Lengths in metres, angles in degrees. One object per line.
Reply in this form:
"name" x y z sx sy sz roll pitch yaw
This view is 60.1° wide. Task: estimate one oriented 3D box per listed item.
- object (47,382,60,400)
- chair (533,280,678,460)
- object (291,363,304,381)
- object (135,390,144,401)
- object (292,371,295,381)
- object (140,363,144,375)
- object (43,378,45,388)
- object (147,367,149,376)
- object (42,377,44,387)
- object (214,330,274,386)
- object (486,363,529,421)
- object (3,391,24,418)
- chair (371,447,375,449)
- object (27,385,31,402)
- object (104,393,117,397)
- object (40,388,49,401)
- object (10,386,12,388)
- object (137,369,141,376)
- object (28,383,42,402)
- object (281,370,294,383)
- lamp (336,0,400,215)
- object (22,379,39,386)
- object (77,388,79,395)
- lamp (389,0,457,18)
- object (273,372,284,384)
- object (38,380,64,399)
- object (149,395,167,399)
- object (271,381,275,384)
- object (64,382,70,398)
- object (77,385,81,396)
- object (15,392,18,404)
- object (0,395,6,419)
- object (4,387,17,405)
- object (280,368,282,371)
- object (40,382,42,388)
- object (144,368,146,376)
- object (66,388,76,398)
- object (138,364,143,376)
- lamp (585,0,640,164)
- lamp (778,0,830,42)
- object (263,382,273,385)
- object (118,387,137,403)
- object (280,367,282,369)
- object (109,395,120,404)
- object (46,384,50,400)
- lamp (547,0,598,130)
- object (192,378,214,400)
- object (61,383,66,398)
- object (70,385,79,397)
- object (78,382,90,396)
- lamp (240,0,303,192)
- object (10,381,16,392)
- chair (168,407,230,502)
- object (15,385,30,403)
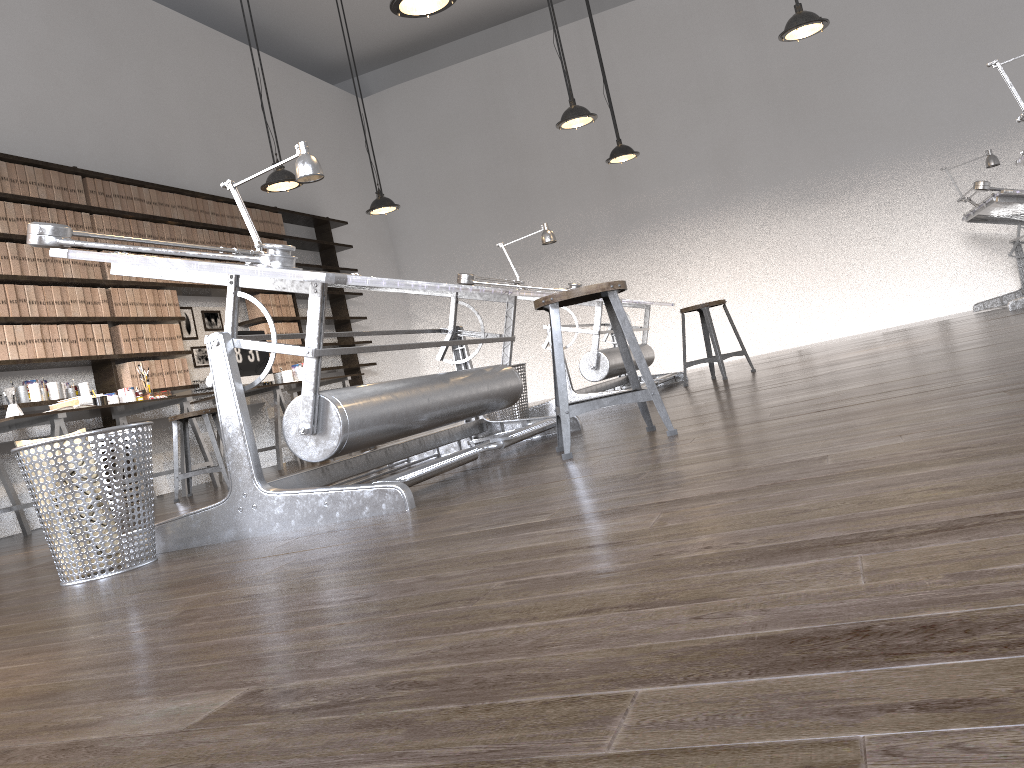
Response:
"object" -2.988 0.050 5.772 0.062 0.119 0.061 -12 -2 -12
"chair" 0.280 -0.051 2.947 0.372 0.529 0.357 -12 -2 -2
"object" -1.886 -0.083 7.932 0.145 0.196 0.143 -12 -2 -8
"object" -2.582 0.101 6.140 0.049 0.112 0.050 -13 -3 23
"object" -1.972 -0.045 7.876 0.068 0.155 0.067 -12 -2 -4
"object" -2.616 -0.042 6.295 0.007 0.229 0.020 -10 -4 -39
"object" -3.058 0.039 5.795 0.036 0.149 0.005 -15 -4 42
"object" -2.596 -0.025 6.288 0.072 0.187 0.008 -11 -3 -28
"object" -3.055 0.039 5.786 0.029 0.169 0.004 -15 -4 41
"object" -2.240 -0.179 7.369 0.203 0.519 0.644 -13 -1 20
"object" -0.044 0.090 5.440 0.351 0.379 0.354 -14 -2 41
"object" -3.013 0.146 5.351 0.102 0.210 0.101 -11 -3 -25
"chair" -1.374 0.312 7.295 0.372 0.529 0.357 -12 -2 -12
"object" -3.090 0.072 5.654 0.044 0.128 0.045 -13 -3 20
"object" -2.756 0.131 6.081 0.093 0.128 0.095 -13 -2 16
"object" -3.067 0.081 5.796 0.054 0.101 0.054 -14 -3 36
"object" -3.171 0.074 5.647 0.004 0.130 0.035 -14 -3 27
"object" -2.615 -0.022 6.283 0.053 0.182 0.006 -11 -3 -28
"object" -3.033 0.060 5.634 0.062 0.119 0.061 -11 -2 -21
"object" -1.965 -0.046 7.781 0.095 0.145 0.094 -10 -3 -44
"lamp" -1.385 -2.645 7.943 0.310 2.258 0.312 -15 -4 44
"object" -3.102 0.058 5.724 0.093 0.162 0.095 -13 -2 16
"object" -2.976 0.058 6.110 0.062 0.096 0.061 -11 -3 -39
"lamp" -0.633 -2.811 4.035 0.311 2.258 0.312 -15 -4 40
"object" -2.052 -0.027 7.841 0.095 0.143 0.097 -14 -3 37
"object" -3.069 0.051 5.849 0.204 0.162 0.094 -13 -2 21
"object" -2.431 0.100 6.106 0.132 0.051 0.196 -12 0 -10
"object" -2.126 -0.011 7.909 0.094 0.145 0.095 -14 -3 37
"object" -3.056 0.062 6.029 0.094 0.130 0.094 -13 -2 7
"object" -2.932 0.049 6.057 0.063 0.095 0.062 -11 -3 -39
"object" -3.149 0.098 5.655 0.053 0.101 0.054 -13 -2 19
"object" -3.017 0.171 4.959 0.283 0.161 0.204 -13 -1 19
"object" -3.151 0.086 5.568 0.062 0.119 0.061 -11 -3 -30
"object" -2.036 -0.062 7.952 0.055 0.181 0.007 -12 -3 1
"object" -3.069 0.052 5.779 0.035 0.130 0.004 -15 -4 44
"object" -2.589 -0.023 6.285 0.021 0.180 0.005 -15 -4 38
"object" -2.978 0.069 5.986 0.054 0.081 0.054 -13 -2 10
"object" -2.607 -0.035 6.272 0.007 0.214 0.055 -14 -3 26
"lamp" 0.749 -3.110 7.956 0.313 2.258 0.310 -12 -3 -1
"lamp" 1.580 -3.286 5.568 0.310 2.271 0.312 -15 -4 44
"object" -2.138 -0.006 7.749 0.092 0.142 0.096 -12 -2 -1
"object" -2.643 0.100 6.091 0.103 0.142 0.105 -13 -2 27
"object" -2.048 -0.059 7.959 0.045 0.205 0.007 -12 -3 0
"object" -2.688 0.129 5.991 0.062 0.094 0.061 -11 -2 -21
"object" -3.049 0.063 5.856 0.044 0.128 0.044 -14 -3 37
"lamp" 0.233 -2.998 6.490 0.310 2.258 0.312 -15 -4 44
"object" -2.377 0.032 7.042 0.203 0.161 0.284 -13 -1 12
"object" -3.012 0.055 5.906 0.062 0.119 0.061 -12 -2 -12
"object" -2.988 0.060 6.048 0.045 0.103 0.044 -13 -3 11
"object" -2.896 0.040 6.001 0.062 0.096 0.061 -11 -3 -39
"lamp" -1.902 -2.533 6.478 0.310 2.258 0.312 -15 -4 44
"object" -3.158 0.062 5.638 0.009 0.169 0.041 -14 -3 23
"chair" -1.952 0.437 5.578 0.359 0.529 0.370 -12 -2 -7
"object" -3.092 0.073 5.596 0.063 0.118 0.063 -11 -3 -30
